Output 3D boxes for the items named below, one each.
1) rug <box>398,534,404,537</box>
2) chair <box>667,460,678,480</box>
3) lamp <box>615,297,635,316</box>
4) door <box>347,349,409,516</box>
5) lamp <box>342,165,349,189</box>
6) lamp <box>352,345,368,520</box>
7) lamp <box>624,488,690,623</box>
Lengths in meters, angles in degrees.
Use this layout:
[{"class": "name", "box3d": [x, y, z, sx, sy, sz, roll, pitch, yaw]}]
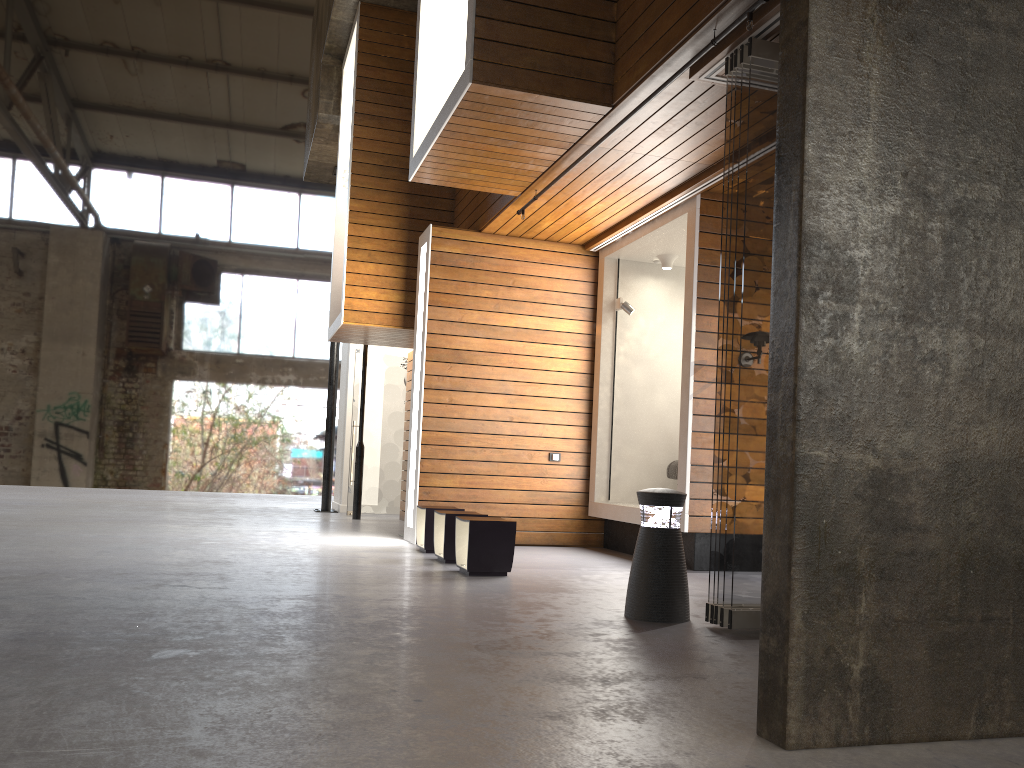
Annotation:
[{"class": "rug", "box3d": [-0.397, 1.645, 9.482, 1.579, 0.014, 0.541, 4, -6, -17]}, {"class": "chair", "box3d": [1.963, 0.668, 8.563, 0.825, 1.069, 0.757, 3, -4, -2]}, {"class": "lamp", "box3d": [1.106, -0.767, 8.776, 0.249, 0.188, 0.130, -1, -5, 42]}, {"class": "door", "box3d": [-1.838, 0.722, 12.709, 0.146, 2.298, 1.289, 1, -4, 36]}, {"class": "lamp", "box3d": [-1.709, -3.065, 10.399, 0.512, 1.770, 0.489, 1, -3, 37]}, {"class": "lamp", "box3d": [-1.979, 0.387, 11.696, 0.629, 2.941, 0.631, 1, -3, 24]}, {"class": "lamp", "box3d": [0.796, 0.910, 4.782, 0.348, 0.694, 0.349, 3, -3, -11]}]
